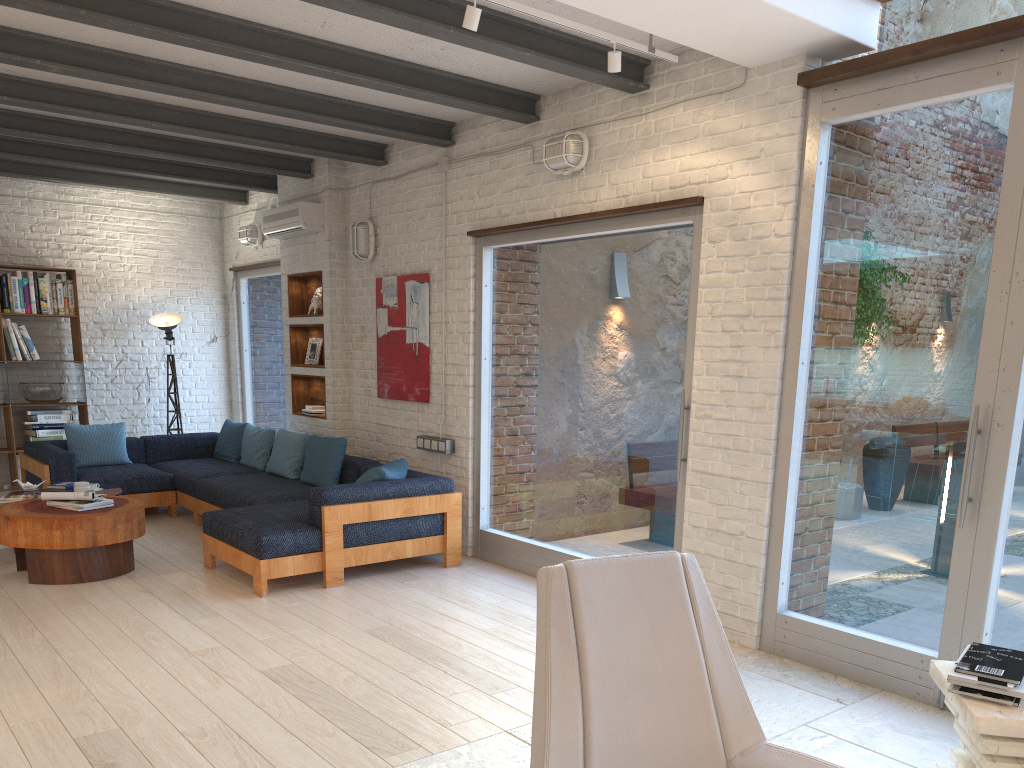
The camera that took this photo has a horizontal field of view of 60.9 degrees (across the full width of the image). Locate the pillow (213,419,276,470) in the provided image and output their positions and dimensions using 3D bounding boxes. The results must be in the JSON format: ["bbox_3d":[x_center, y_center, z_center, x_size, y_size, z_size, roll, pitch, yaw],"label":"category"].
[{"bbox_3d":[-2.556,0.573,8.298,0.240,0.410,1.089,-7,8,-40],"label":"pillow"}]

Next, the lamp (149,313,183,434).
[{"bbox_3d":[-3.258,0.210,8.935,0.864,1.899,0.491,6,12,23],"label":"lamp"}]

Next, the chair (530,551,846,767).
[{"bbox_3d":[0.440,0.981,2.068,1.024,1.045,0.948,-2,8,-22],"label":"chair"}]

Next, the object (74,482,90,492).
[{"bbox_3d":[-3.136,0.772,6.360,0.108,0.111,0.105,-2,8,-23],"label":"object"}]

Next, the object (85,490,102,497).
[{"bbox_3d":[-2.965,0.777,6.115,0.173,0.057,0.144,4,5,40],"label":"object"}]

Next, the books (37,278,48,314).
[{"bbox_3d":[-4.440,-0.821,8.204,0.055,0.339,0.250,-9,13,-39],"label":"books"}]

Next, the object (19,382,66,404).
[{"bbox_3d":[-4.515,0.087,8.392,0.403,0.207,0.391,1,4,3],"label":"object"}]

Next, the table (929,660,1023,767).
[{"bbox_3d":[1.647,1.227,2.808,0.494,0.518,0.482,3,8,11],"label":"table"}]

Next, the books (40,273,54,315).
[{"bbox_3d":[-4.405,-0.851,8.261,0.036,0.394,0.239,-9,14,-39],"label":"books"}]

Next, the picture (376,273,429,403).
[{"bbox_3d":[-0.863,-0.353,6.823,0.019,0.987,0.730,-9,13,-39],"label":"picture"}]

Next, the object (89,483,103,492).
[{"bbox_3d":[-3.150,0.790,6.588,0.267,0.059,0.153,4,4,43],"label":"object"}]

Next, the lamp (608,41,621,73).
[{"bbox_3d":[0.457,-1.445,3.884,0.059,0.132,0.084,3,10,11],"label":"lamp"}]

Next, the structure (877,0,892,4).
[{"bbox_3d":[-2.582,-0.659,1.267,10.073,4.253,13.631,-2,4,-39],"label":"structure"}]

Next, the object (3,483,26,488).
[{"bbox_3d":[-3.873,0.786,6.692,0.068,0.028,0.297,3,3,29],"label":"object"}]

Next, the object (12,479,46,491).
[{"bbox_3d":[-3.667,0.760,6.628,0.186,0.093,0.189,0,4,-14],"label":"object"}]

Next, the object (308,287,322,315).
[{"bbox_3d":[-1.726,-0.732,7.711,0.111,0.250,0.211,-5,10,-31],"label":"object"}]

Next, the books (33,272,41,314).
[{"bbox_3d":[-4.486,-0.849,8.181,0.036,0.394,0.239,-9,14,-39],"label":"books"}]

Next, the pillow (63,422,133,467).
[{"bbox_3d":[-3.783,0.553,7.966,0.550,0.420,0.219,-4,11,-39],"label":"pillow"}]

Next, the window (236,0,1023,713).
[{"bbox_3d":[1.141,-1.842,4.584,0.639,6.586,12.133,-9,10,-39],"label":"window"}]

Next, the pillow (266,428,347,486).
[{"bbox_3d":[-1.720,0.606,7.259,0.252,0.428,1.192,-7,8,-39],"label":"pillow"}]

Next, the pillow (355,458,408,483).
[{"bbox_3d":[-0.961,0.715,6.187,0.376,0.337,0.551,2,5,11],"label":"pillow"}]

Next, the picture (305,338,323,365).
[{"bbox_3d":[-1.783,-0.294,7.889,0.190,0.251,0.100,9,13,41],"label":"picture"}]

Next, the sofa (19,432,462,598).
[{"bbox_3d":[-2.404,0.897,7.045,2.063,0.678,3.886,-2,4,-39],"label":"sofa"}]

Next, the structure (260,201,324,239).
[{"bbox_3d":[-1.896,-1.397,7.488,0.198,0.226,0.801,-5,6,-39],"label":"structure"}]

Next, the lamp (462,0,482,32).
[{"bbox_3d":[-0.156,-1.444,3.408,0.060,0.124,0.084,-7,12,-37],"label":"lamp"}]

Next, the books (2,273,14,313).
[{"bbox_3d":[-4.661,-0.834,8.057,0.020,0.369,0.267,-9,13,-39],"label":"books"}]

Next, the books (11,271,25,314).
[{"bbox_3d":[-4.585,-0.848,8.097,0.036,0.394,0.239,-9,14,-39],"label":"books"}]

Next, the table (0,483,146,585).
[{"bbox_3d":[-3.285,1.023,6.220,1.070,0.458,1.797,-1,4,-33],"label":"table"}]

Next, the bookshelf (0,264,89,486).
[{"bbox_3d":[-4.744,0.030,8.155,1.303,2.265,0.357,-6,14,-37],"label":"bookshelf"}]

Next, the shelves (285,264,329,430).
[{"bbox_3d":[-1.759,-0.314,7.840,0.189,1.468,0.753,-9,14,-39],"label":"shelves"}]

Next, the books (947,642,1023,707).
[{"bbox_3d":[1.689,0.935,2.700,0.563,0.081,0.383,3,3,35],"label":"books"}]
